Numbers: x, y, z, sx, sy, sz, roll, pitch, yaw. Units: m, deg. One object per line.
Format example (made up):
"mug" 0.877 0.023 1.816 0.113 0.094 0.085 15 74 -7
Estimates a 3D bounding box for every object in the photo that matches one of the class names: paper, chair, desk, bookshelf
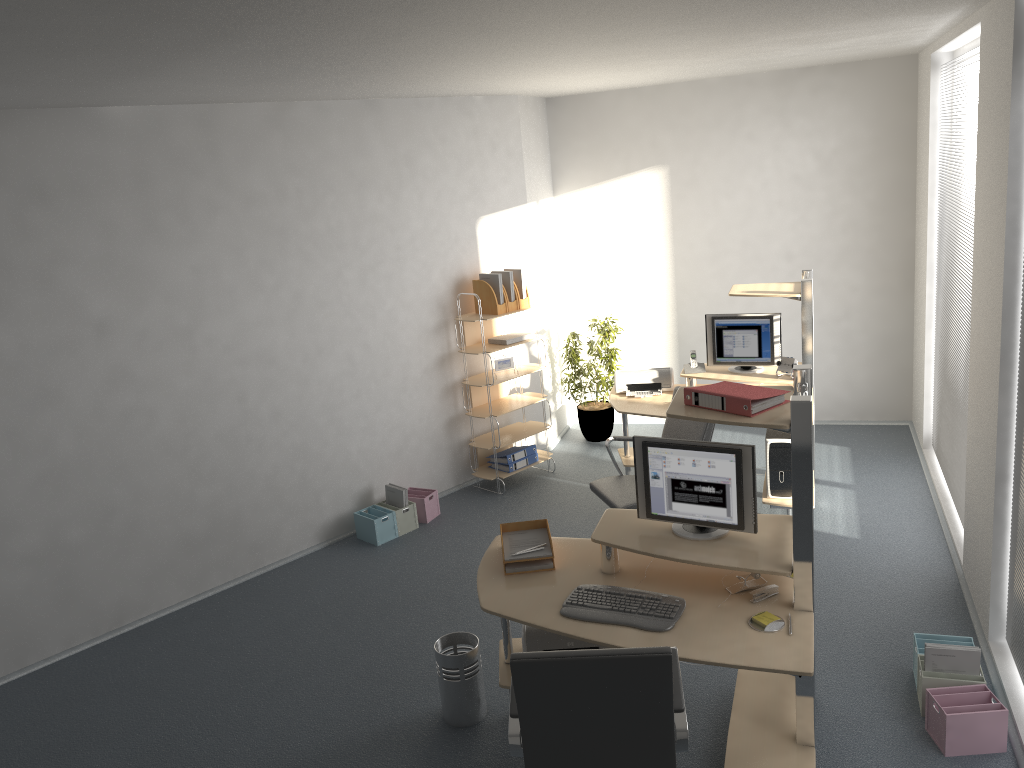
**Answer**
"paper" -0.155 -0.693 6.772 0.213 0.297 0.045 8 20 43
"chair" 0.854 0.616 5.320 0.652 1.048 0.584 -9 15 -14
"paper" 0.066 0.728 4.039 0.210 0.010 0.297 -6 14 -1
"paper" 0.025 -0.751 6.933 0.045 0.297 0.213 -17 18 -38
"chair" 0.306 1.236 3.082 0.584 1.048 0.652 -4 14 6
"paper" -0.825 0.885 6.383 0.068 0.306 0.220 -19 19 -42
"paper" -0.068 -0.723 6.855 0.045 0.297 0.213 -18 19 -41
"paper" 0.071 0.778 4.052 0.210 0.019 0.297 -6 14 -1
"desk" 1.338 0.076 6.210 1.469 1.566 0.967 -1 15 19
"bookshelf" -0.051 0.017 6.982 0.724 1.572 0.381 -18 19 -41
"desk" 0.469 0.806 3.657 1.469 1.566 0.967 -1 15 19
"paper" -0.009 -0.358 6.946 0.297 0.046 0.213 -19 19 -42

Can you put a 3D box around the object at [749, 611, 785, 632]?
"object" 0.952 0.882 3.316 0.132 0.026 0.132 -1 15 19

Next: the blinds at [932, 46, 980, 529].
"blinds" 2.786 -0.611 5.531 0.037 2.749 1.950 -1 15 19

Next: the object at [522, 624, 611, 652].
"object" 0.263 1.176 3.989 0.438 0.162 0.351 -5 14 4

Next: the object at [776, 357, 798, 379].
"object" 1.873 -0.113 6.027 0.093 0.135 0.154 -15 17 -33

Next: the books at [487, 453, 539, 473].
"books" 0.006 0.610 7.113 0.320 0.072 0.262 -18 19 -41

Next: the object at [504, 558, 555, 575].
"object" 0.069 0.766 4.050 0.225 0.060 0.309 -6 14 -1

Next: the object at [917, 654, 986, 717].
"object" 1.909 1.328 3.866 0.245 0.202 0.185 -1 15 19

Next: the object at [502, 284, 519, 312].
"object" -0.080 -0.699 6.845 0.113 0.259 0.243 -18 19 -41

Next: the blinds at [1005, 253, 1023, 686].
"blinds" 1.916 0.122 2.971 0.022 2.770 1.950 -1 15 19

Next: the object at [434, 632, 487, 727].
"object" -0.238 1.378 4.134 0.208 0.377 0.208 -13 16 -26

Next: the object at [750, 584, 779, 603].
"object" 0.996 0.824 3.499 0.134 0.042 0.022 -13 16 -27

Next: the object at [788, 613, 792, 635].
"object" 1.032 0.888 3.293 0.011 0.011 0.158 -1 15 16

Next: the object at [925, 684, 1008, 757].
"object" 1.865 1.387 3.651 0.245 0.202 0.185 -5 14 2

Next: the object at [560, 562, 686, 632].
"object" 0.560 0.834 3.762 0.478 0.082 0.814 2 16 26

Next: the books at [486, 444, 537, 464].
"books" -0.006 0.556 7.106 0.320 0.100 0.263 -18 19 -41

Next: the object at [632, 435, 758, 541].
"object" 0.800 0.421 3.753 0.516 0.418 0.245 7 19 40

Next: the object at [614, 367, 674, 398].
"object" 0.976 -0.012 6.571 0.438 0.162 0.351 -3 14 11

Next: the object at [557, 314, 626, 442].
"object" 0.745 -0.053 7.839 0.644 1.147 0.544 -18 19 -40

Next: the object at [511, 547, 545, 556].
"object" 0.069 0.745 3.938 0.159 0.009 0.008 -10 15 -16

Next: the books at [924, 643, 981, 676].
"books" 1.898 1.264 3.835 0.220 0.306 0.068 -1 15 19

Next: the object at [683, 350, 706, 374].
"object" 1.316 -0.165 6.417 0.150 0.151 0.119 -4 14 5

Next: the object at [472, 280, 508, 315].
"object" -0.166 -0.669 6.761 0.243 0.259 0.113 8 20 43

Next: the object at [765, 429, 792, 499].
"object" 1.853 0.509 6.074 0.199 0.422 0.471 -1 15 19

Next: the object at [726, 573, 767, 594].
"object" 0.948 0.795 3.589 0.159 0.064 0.054 -9 15 -13

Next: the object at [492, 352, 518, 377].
"object" -0.059 -0.153 6.916 0.192 0.161 0.077 -12 15 -24

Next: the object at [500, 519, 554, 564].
"object" 0.064 0.712 4.036 0.225 0.060 0.309 -6 14 -1

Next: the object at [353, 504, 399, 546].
"object" -0.960 1.000 6.266 0.245 0.202 0.185 9 20 44

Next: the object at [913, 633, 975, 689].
"object" 1.967 1.280 4.035 0.245 0.202 0.185 -1 15 19

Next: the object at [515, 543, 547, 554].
"object" 0.084 0.737 3.963 0.159 0.009 0.008 -12 16 -24

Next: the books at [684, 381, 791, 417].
"books" 0.894 0.042 3.527 0.262 0.072 0.320 -16 18 -37

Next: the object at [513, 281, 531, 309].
"object" 0.012 -0.727 6.924 0.113 0.259 0.243 -17 18 -38

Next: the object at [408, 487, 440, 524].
"object" -0.691 0.900 6.561 0.245 0.202 0.185 2 16 27

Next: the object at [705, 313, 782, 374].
"object" 1.661 -0.304 6.286 0.516 0.418 0.245 4 17 33

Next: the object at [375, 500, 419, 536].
"object" -0.829 0.956 6.390 0.245 0.202 0.185 9 20 44
